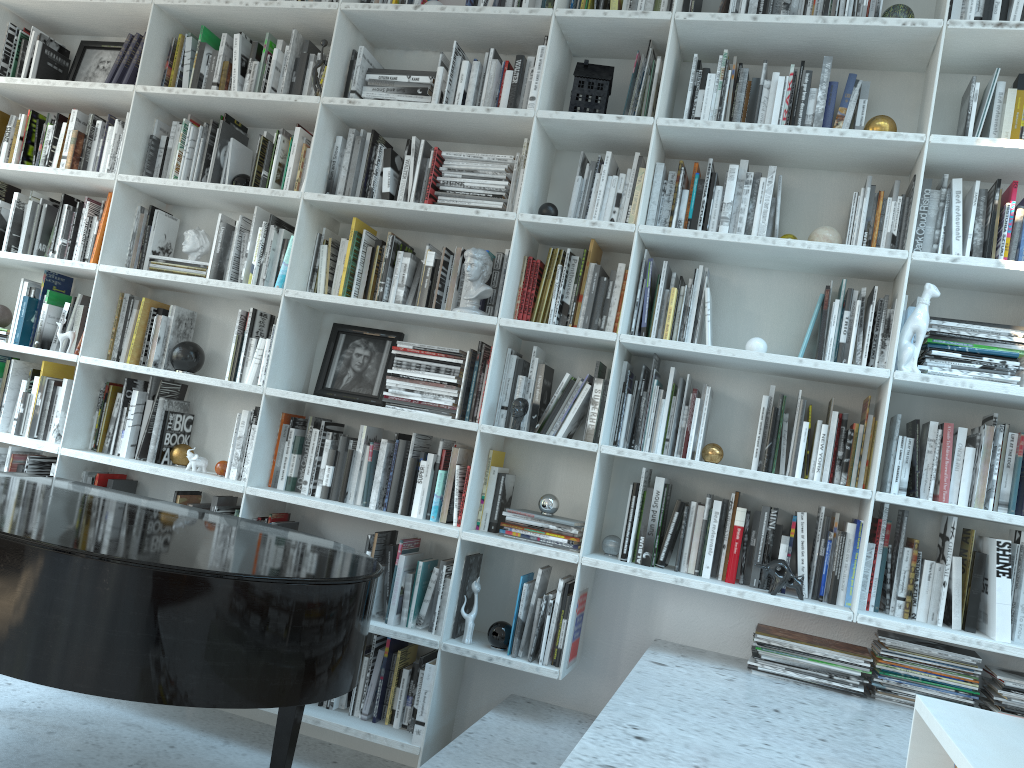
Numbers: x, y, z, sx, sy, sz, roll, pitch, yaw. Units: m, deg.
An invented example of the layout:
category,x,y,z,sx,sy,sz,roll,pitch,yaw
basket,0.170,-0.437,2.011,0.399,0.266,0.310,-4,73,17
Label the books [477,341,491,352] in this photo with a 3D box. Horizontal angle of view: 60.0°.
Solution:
category,x,y,z,sx,sy,sz,roll,pitch,yaw
books,-0.123,-0.001,3.264,0.011,0.299,0.130,9,-4,17

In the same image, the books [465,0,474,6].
category,x,y,z,sx,sy,sz,roll,pitch,yaw
books,-0.131,-1.484,3.400,0.014,0.292,0.176,9,-4,17

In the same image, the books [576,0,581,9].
category,x,y,z,sx,sy,sz,roll,pitch,yaw
books,0.274,-1.424,3.283,0.007,0.298,0.181,9,-4,17

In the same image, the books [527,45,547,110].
category,x,y,z,sx,sy,sz,roll,pitch,yaw
books,0.125,-1.051,3.220,0.037,0.237,0.272,9,-4,17

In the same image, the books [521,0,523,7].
category,x,y,z,sx,sy,sz,roll,pitch,yaw
books,0.070,-1.415,3.337,0.012,0.217,0.179,9,-4,17

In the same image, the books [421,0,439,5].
category,x,y,z,sx,sy,sz,roll,pitch,yaw
books,-0.326,-1.484,3.483,0.004,0.235,0.137,9,-4,17

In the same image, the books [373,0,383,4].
category,x,y,z,sx,sy,sz,roll,pitch,yaw
books,-0.497,-1.492,3.509,0.026,0.194,0.166,9,-4,17

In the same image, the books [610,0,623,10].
category,x,y,z,sx,sy,sz,roll,pitch,yaw
books,0.391,-1.385,3.237,0.054,0.254,0.191,9,-4,17

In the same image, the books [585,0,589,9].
category,x,y,z,sx,sy,sz,roll,pitch,yaw
books,0.297,-1.401,3.270,0.006,0.259,0.166,9,-4,17

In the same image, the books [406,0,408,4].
category,x,y,z,sx,sy,sz,roll,pitch,yaw
books,-0.378,-1.485,3.477,0.016,0.219,0.144,9,-4,17

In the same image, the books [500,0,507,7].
category,x,y,z,sx,sy,sz,roll,pitch,yaw
books,-0.002,-1.452,3.381,0.028,0.269,0.140,9,-4,17

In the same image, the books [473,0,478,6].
category,x,y,z,sx,sy,sz,roll,pitch,yaw
books,-0.107,-1.482,3.401,0.011,0.296,0.157,9,-4,17

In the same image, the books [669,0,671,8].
category,x,y,z,sx,sy,sz,roll,pitch,yaw
books,0.592,-1.389,3.210,0.012,0.329,0.128,9,-4,17

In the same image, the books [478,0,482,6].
category,x,y,z,sx,sy,sz,roll,pitch,yaw
books,-0.092,-1.435,3.404,0.031,0.208,0.147,9,-4,17

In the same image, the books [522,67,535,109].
category,x,y,z,sx,sy,sz,roll,pitch,yaw
books,0.084,-1.035,3.288,0.029,0.202,0.191,9,-4,17

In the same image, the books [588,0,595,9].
category,x,y,z,sx,sy,sz,roll,pitch,yaw
books,0.308,-1.409,3.280,0.007,0.279,0.150,9,-4,17

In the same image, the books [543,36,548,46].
category,x,y,z,sx,sy,sz,roll,pitch,yaw
books,0.118,-1.096,3.294,0.012,0.334,0.156,9,-4,17

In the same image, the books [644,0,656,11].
category,x,y,z,sx,sy,sz,roll,pitch,yaw
books,0.508,-1.346,3.197,0.031,0.213,0.170,9,-4,17

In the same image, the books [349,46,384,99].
category,x,y,z,sx,sy,sz,roll,pitch,yaw
books,-0.571,-1.161,3.478,0.021,0.249,0.192,9,-4,17

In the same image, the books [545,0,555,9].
category,x,y,z,sx,sy,sz,roll,pitch,yaw
books,0.164,-1.413,3.317,0.028,0.243,0.161,9,-4,17

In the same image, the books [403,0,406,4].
category,x,y,z,sx,sy,sz,roll,pitch,yaw
books,-0.386,-1.509,3.486,0.013,0.264,0.147,9,-4,17

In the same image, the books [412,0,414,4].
category,x,y,z,sx,sy,sz,roll,pitch,yaw
books,-0.352,-1.495,3.488,0.013,0.249,0.148,9,-4,17

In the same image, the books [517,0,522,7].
category,x,y,z,sx,sy,sz,roll,pitch,yaw
books,0.061,-1.444,3.332,0.010,0.270,0.180,9,-4,17

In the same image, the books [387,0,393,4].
category,x,y,z,sx,sy,sz,roll,pitch,yaw
books,-0.442,-1.519,3.489,0.011,0.264,0.163,9,-4,17

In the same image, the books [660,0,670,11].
category,x,y,z,sx,sy,sz,roll,pitch,yaw
books,0.559,-1.327,3.194,0.022,0.194,0.182,9,-4,17

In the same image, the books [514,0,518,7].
category,x,y,z,sx,sy,sz,roll,pitch,yaw
books,0.047,-1.428,3.350,0.023,0.236,0.154,9,-4,17

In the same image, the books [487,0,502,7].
category,x,y,z,sx,sy,sz,roll,pitch,yaw
books,-0.049,-1.430,3.373,0.050,0.210,0.173,9,-4,17

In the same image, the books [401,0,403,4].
category,x,y,z,sx,sy,sz,roll,pitch,yaw
books,-0.399,-1.502,3.495,0.014,0.248,0.139,9,-4,17

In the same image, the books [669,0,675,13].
category,x,y,z,sx,sy,sz,roll,pitch,yaw
books,0.596,-1.352,3.171,0.029,0.253,0.186,9,-4,17

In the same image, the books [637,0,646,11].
category,x,y,z,sx,sy,sz,roll,pitch,yaw
books,0.482,-1.344,3.208,0.024,0.201,0.180,9,-4,17

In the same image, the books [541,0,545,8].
category,x,y,z,sx,sy,sz,roll,pitch,yaw
books,0.134,-1.397,3.339,0.014,0.204,0.135,9,-4,17

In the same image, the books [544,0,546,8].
category,x,y,z,sx,sy,sz,roll,pitch,yaw
books,0.153,-1.447,3.332,0.012,0.308,0.138,9,-4,17

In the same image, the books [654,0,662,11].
category,x,y,z,sx,sy,sz,roll,pitch,yaw
books,0.539,-1.334,3.208,0.025,0.203,0.162,9,-4,17

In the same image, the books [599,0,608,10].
category,x,y,z,sx,sy,sz,roll,pitch,yaw
books,0.349,-1.381,3.245,0.015,0.233,0.171,9,-4,17

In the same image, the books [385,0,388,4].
category,x,y,z,sx,sy,sz,roll,pitch,yaw
books,-0.455,-1.536,3.510,0.010,0.296,0.153,9,-4,17

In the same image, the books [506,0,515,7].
category,x,y,z,sx,sy,sz,roll,pitch,yaw
books,0.015,-1.416,3.352,0.033,0.202,0.166,9,-4,17

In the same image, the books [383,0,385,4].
category,x,y,z,sx,sy,sz,roll,pitch,yaw
books,-0.462,-1.559,3.520,0.014,0.340,0.145,9,-4,17

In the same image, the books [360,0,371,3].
category,x,y,z,sx,sy,sz,roll,pitch,yaw
books,-0.540,-1.528,3.518,0.026,0.253,0.185,9,-4,17

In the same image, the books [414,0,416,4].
category,x,y,z,sx,sy,sz,roll,pitch,yaw
books,-0.350,-1.464,3.474,0.010,0.186,0.152,9,-4,17

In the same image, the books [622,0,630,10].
category,x,y,z,sx,sy,sz,roll,pitch,yaw
books,0.438,-1.386,3.246,0.030,0.274,0.151,9,-4,17

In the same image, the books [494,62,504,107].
category,x,y,z,sx,sy,sz,roll,pitch,yaw
books,-0.031,-1.070,3.347,0.011,0.238,0.139,9,-4,17

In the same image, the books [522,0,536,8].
category,x,y,z,sx,sy,sz,roll,pitch,yaw
books,0.081,-1.407,3.315,0.023,0.202,0.193,9,-4,17

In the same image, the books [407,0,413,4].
category,x,y,z,sx,sy,sz,roll,pitch,yaw
books,-0.366,-1.502,3.473,0.005,0.255,0.168,9,-4,17

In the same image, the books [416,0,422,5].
category,x,y,z,sx,sy,sz,roll,pitch,yaw
books,-0.336,-1.497,3.466,0.011,0.256,0.143,9,-4,17

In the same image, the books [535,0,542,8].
category,x,y,z,sx,sy,sz,roll,pitch,yaw
books,0.119,-1.414,3.351,0.026,0.233,0.137,9,-4,17

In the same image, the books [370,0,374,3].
category,x,y,z,sx,sy,sz,roll,pitch,yaw
books,-0.514,-1.510,3.529,0.023,0.227,0.157,9,-4,17

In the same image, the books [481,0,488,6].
category,x,y,z,sx,sy,sz,roll,pitch,yaw
books,-0.068,-1.495,3.381,0.010,0.331,0.186,9,-4,17

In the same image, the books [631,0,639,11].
category,x,y,z,sx,sy,sz,roll,pitch,yaw
books,0.458,-1.337,3.213,0.022,0.180,0.173,9,-4,17

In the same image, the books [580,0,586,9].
category,x,y,z,sx,sy,sz,roll,pitch,yaw
books,0.285,-1.394,3.257,0.007,0.239,0.191,9,-4,17

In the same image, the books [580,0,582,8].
category,x,y,z,sx,sy,sz,roll,pitch,yaw
books,0.277,-1.370,3.283,0.015,0.192,0.160,9,-4,17

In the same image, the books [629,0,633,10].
category,x,y,z,sx,sy,sz,roll,pitch,yaw
books,0.454,-1.396,3.224,0.010,0.297,0.167,9,-4,17

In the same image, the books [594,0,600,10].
category,x,y,z,sx,sy,sz,roll,pitch,yaw
books,0.323,-1.398,3.265,0.034,0.261,0.157,9,-4,17

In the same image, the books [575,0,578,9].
category,x,y,z,sx,sy,sz,roll,pitch,yaw
books,0.260,-1.378,3.301,0.016,0.204,0.143,9,-4,17

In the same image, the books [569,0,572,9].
category,x,y,z,sx,sy,sz,roll,pitch,yaw
books,0.245,-1.421,3.306,0.012,0.285,0.159,9,-4,17

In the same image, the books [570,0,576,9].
category,x,y,z,sx,sy,sz,roll,pitch,yaw
books,0.249,-1.419,3.285,0.008,0.278,0.170,9,-4,17

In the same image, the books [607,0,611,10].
category,x,y,z,sx,sy,sz,roll,pitch,yaw
books,0.371,-1.390,3.277,0.007,0.264,0.133,9,-4,17

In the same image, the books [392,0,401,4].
category,x,y,z,sx,sy,sz,roll,pitch,yaw
books,-0.428,-1.481,3.494,0.023,0.195,0.172,9,-4,17
